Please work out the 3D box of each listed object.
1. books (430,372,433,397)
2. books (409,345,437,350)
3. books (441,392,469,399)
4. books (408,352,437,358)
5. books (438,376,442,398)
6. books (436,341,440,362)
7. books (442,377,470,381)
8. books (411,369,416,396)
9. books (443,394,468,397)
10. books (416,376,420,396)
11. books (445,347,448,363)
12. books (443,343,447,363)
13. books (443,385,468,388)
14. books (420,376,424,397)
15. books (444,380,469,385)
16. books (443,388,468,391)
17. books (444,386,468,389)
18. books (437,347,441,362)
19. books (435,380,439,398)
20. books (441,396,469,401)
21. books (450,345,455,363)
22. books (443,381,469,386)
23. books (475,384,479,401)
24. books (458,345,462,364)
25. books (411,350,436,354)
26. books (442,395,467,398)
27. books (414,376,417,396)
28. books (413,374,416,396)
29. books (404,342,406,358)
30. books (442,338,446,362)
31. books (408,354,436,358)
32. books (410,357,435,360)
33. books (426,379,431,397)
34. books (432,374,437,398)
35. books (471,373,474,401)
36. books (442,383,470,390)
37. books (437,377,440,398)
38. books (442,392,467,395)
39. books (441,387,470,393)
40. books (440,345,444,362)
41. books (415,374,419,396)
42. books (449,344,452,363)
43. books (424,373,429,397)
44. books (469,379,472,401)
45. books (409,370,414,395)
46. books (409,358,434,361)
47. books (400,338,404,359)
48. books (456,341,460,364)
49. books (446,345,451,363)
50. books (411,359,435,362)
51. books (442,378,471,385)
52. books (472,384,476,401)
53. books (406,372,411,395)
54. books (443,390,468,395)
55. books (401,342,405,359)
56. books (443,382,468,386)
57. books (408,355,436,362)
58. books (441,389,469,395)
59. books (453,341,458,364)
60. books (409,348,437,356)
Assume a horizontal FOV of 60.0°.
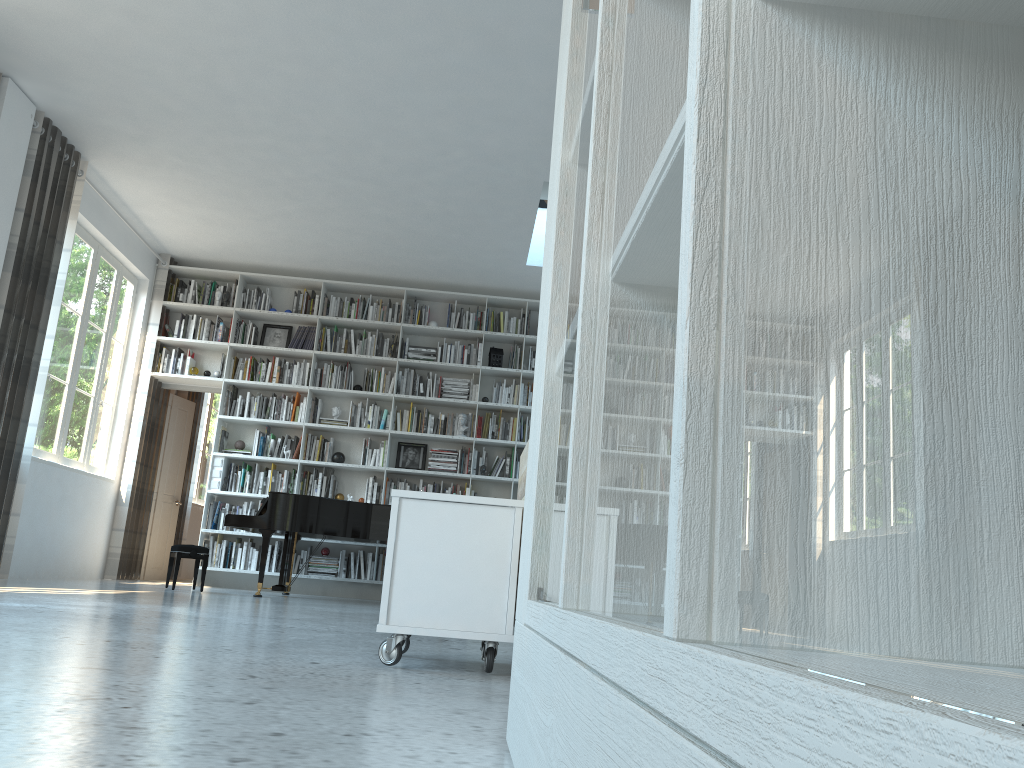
[{"bbox_3d":[-0.824,0.035,9.079,0.049,0.290,0.162,5,-12,-2],"label":"books"},{"bbox_3d":[-0.916,-0.354,9.163,0.285,0.024,0.160,5,-13,-2],"label":"books"},{"bbox_3d":[-0.583,0.122,9.075,0.285,0.012,0.160,6,-13,-5],"label":"books"},{"bbox_3d":[-0.921,-0.286,9.136,0.285,0.024,0.160,4,-13,3],"label":"books"},{"bbox_3d":[-0.734,0.061,9.059,0.013,0.246,0.177,5,-12,-2],"label":"books"},{"bbox_3d":[-0.765,-0.301,9.147,0.012,0.253,0.161,5,-12,-2],"label":"books"},{"bbox_3d":[-0.571,-0.032,9.111,0.285,0.012,0.160,5,-13,0],"label":"books"},{"bbox_3d":[-1.006,0.014,9.070,0.011,0.299,0.180,5,-12,-2],"label":"books"},{"bbox_3d":[-0.584,0.135,9.077,0.254,0.012,0.161,5,-13,-3],"label":"books"},{"bbox_3d":[-0.959,0.048,9.066,0.011,0.239,0.148,5,-12,-2],"label":"books"},{"bbox_3d":[-0.675,-0.266,9.157,0.011,0.203,0.133,5,-12,-2],"label":"books"},{"bbox_3d":[-0.689,-0.287,9.148,0.021,0.237,0.172,5,-12,-2],"label":"books"},{"bbox_3d":[-0.577,0.040,9.095,0.254,0.012,0.161,5,-13,0],"label":"books"},{"bbox_3d":[-0.920,0.051,9.061,0.066,0.236,0.154,5,-12,-2],"label":"books"},{"bbox_3d":[-0.573,-0.008,9.110,0.254,0.012,0.161,5,-13,-2],"label":"books"},{"bbox_3d":[-0.580,0.076,9.090,0.254,0.012,0.161,5,-13,-1],"label":"books"},{"bbox_3d":[-0.577,0.052,9.091,0.254,0.012,0.161,6,-13,-5],"label":"books"},{"bbox_3d":[-0.749,-0.268,9.137,0.025,0.187,0.193,5,-12,-2],"label":"books"},{"bbox_3d":[-0.770,0.077,9.075,0.024,0.215,0.132,5,-12,-2],"label":"books"},{"bbox_3d":[-0.586,0.159,9.073,0.285,0.012,0.160,5,-13,-1],"label":"books"},{"bbox_3d":[-0.616,-0.271,9.150,0.028,0.218,0.184,5,-12,-2],"label":"books"},{"bbox_3d":[-0.574,0.003,9.103,0.254,0.012,0.161,5,-13,0],"label":"books"},{"bbox_3d":[-0.363,0.121,9.095,0.030,0.204,0.158,5,-12,-2],"label":"books"},{"bbox_3d":[-0.538,-0.268,9.144,0.023,0.222,0.191,5,-12,-2],"label":"books"},{"bbox_3d":[-0.920,-0.309,9.144,0.254,0.025,0.161,6,-13,-6],"label":"books"},{"bbox_3d":[-0.585,0.147,9.077,0.254,0.012,0.161,5,-13,-2],"label":"books"},{"bbox_3d":[-0.986,0.049,9.067,0.014,0.232,0.147,5,-12,-2],"label":"books"},{"bbox_3d":[-0.998,0.039,9.068,0.011,0.251,0.153,5,-12,-2],"label":"books"},{"bbox_3d":[-1.099,-0.313,9.136,0.013,0.218,0.141,5,-12,-2],"label":"books"},{"bbox_3d":[-0.703,-0.314,9.137,0.011,0.283,0.190,5,-12,-2],"label":"books"},{"bbox_3d":[-0.925,-0.267,9.139,0.285,0.012,0.160,6,-13,-4],"label":"books"},{"bbox_3d":[-0.927,-0.244,9.132,0.254,0.012,0.161,6,-13,-5],"label":"books"},{"bbox_3d":[-0.854,0.069,9.068,0.024,0.216,0.148,5,-12,-2],"label":"books"},{"bbox_3d":[-0.789,0.046,9.064,0.021,0.268,0.192,5,-12,-2],"label":"books"},{"bbox_3d":[-0.409,0.061,9.103,0.012,0.318,0.140,5,-12,-2],"label":"books"},{"bbox_3d":[-0.576,0.029,9.100,0.285,0.012,0.160,5,-13,-3],"label":"books"},{"bbox_3d":[-0.749,0.063,9.070,0.015,0.244,0.183,5,-12,-2],"label":"books"},{"bbox_3d":[-0.582,0.111,9.080,0.254,0.012,0.161,5,-13,0],"label":"books"},{"bbox_3d":[-0.578,0.063,9.088,0.285,0.012,0.160,5,-13,1],"label":"books"},{"bbox_3d":[-0.725,-0.277,9.170,0.024,0.223,0.129,5,-12,-2],"label":"books"},{"bbox_3d":[-0.972,0.041,9.065,0.014,0.249,0.173,5,-12,-2],"label":"books"},{"bbox_3d":[-0.636,-0.283,9.161,0.012,0.244,0.132,5,-12,-2],"label":"books"},{"bbox_3d":[-0.875,0.034,9.080,0.022,0.285,0.131,5,-12,-2],"label":"books"},{"bbox_3d":[-0.423,0.088,9.080,0.012,0.253,0.161,5,-12,-2],"label":"books"},{"bbox_3d":[-1.027,0.016,9.076,0.029,0.294,0.151,5,-12,-2],"label":"books"},{"bbox_3d":[-0.927,-0.233,9.125,0.254,0.012,0.161,4,-13,3],"label":"books"},{"bbox_3d":[-1.137,-0.333,9.145,0.012,0.253,0.161,5,-12,-2],"label":"books"},{"bbox_3d":[-0.560,-0.291,9.156,0.023,0.269,0.185,5,-12,-2],"label":"books"},{"bbox_3d":[-0.656,-0.274,9.145,0.027,0.216,0.190,5,-12,-2],"label":"books"},{"bbox_3d":[-0.928,-0.220,9.127,0.285,0.012,0.160,5,-13,1],"label":"books"},{"bbox_3d":[-0.571,-0.022,9.101,0.285,0.012,0.160,6,-13,-7],"label":"books"},{"bbox_3d":[-0.393,0.120,9.088,0.029,0.198,0.172,5,-12,-2],"label":"books"},{"bbox_3d":[-1.054,0.024,9.055,0.025,0.265,0.185,5,-12,-2],"label":"books"},{"bbox_3d":[-0.581,0.099,9.083,0.254,0.012,0.161,6,-13,-4],"label":"books"},{"bbox_3d":[-1.118,-0.310,9.120,0.027,0.201,0.168,5,-12,-2],"label":"books"},{"bbox_3d":[-0.574,0.015,9.094,0.254,0.012,0.161,4,-13,3],"label":"books"},{"bbox_3d":[-0.926,-0.256,9.134,0.285,0.012,0.160,6,-13,-5],"label":"books"},{"bbox_3d":[-0.581,0.088,9.088,0.285,0.012,0.160,5,-13,-1],"label":"books"},{"bbox_3d":[-0.587,-0.290,9.176,0.029,0.273,0.141,5,-12,-2],"label":"books"},{"bbox_3d":[-0.918,-0.332,9.153,0.285,0.024,0.160,5,-13,0],"label":"books"}]
